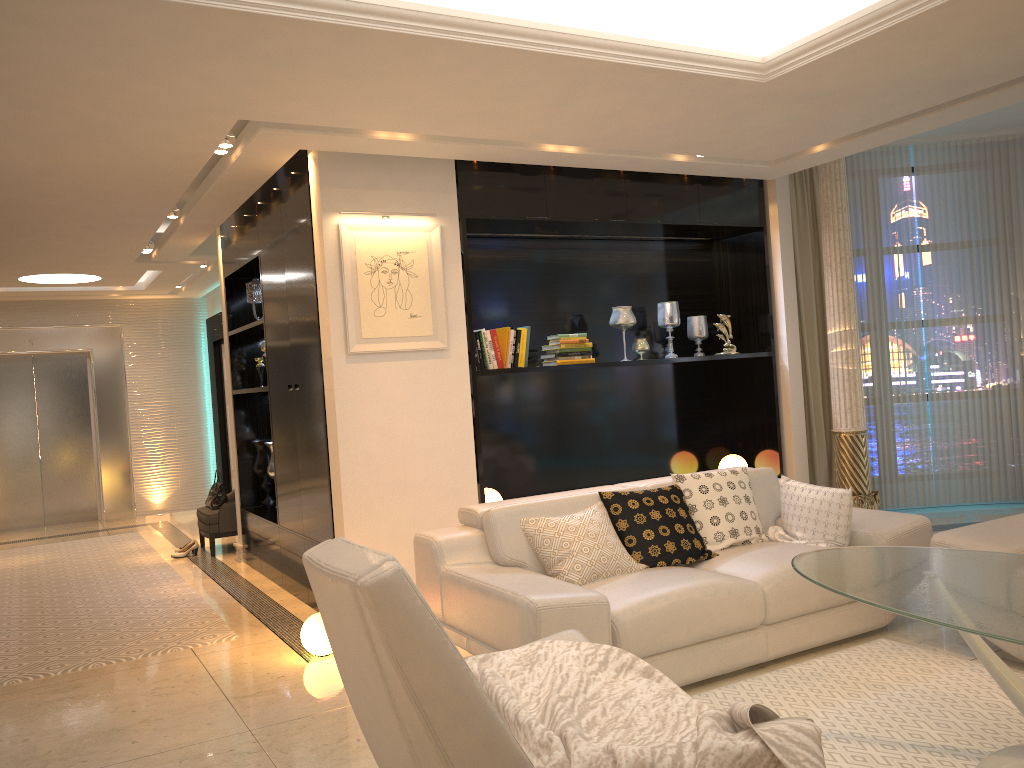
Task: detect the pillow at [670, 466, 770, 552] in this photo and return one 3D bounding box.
[{"bbox_3d":[1.100,0.638,4.562,0.526,0.399,0.255,-4,0,-29],"label":"pillow"}]

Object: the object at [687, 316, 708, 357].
[{"bbox_3d":[1.389,-0.345,6.615,0.147,0.317,0.147,-4,0,-27],"label":"object"}]

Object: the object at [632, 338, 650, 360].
[{"bbox_3d":[0.905,-0.241,6.224,0.119,0.154,0.119,-4,0,-19],"label":"object"}]

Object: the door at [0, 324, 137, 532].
[{"bbox_3d":[-2.628,-5.488,1.226,83.408,24.296,83.408,-4,0,-7],"label":"door"}]

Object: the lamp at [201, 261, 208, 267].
[{"bbox_3d":[-3.071,-1.223,8.799,0.107,0.127,0.107,-4,0,42],"label":"lamp"}]

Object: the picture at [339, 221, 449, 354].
[{"bbox_3d":[-0.663,-0.549,5.027,0.610,0.729,0.027,-4,0,-29],"label":"picture"}]

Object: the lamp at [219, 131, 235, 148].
[{"bbox_3d":[-1.517,-1.312,4.681,0.107,0.127,0.107,-4,0,42],"label":"lamp"}]

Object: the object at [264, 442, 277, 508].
[{"bbox_3d":[-1.858,0.725,7.129,0.221,0.522,0.221,-4,0,-24],"label":"object"}]

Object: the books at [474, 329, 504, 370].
[{"bbox_3d":[-0.211,-0.217,5.525,0.240,0.270,0.208,-4,0,-29],"label":"books"}]

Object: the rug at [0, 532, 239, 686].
[{"bbox_3d":[-3.389,1.535,6.774,1.526,0.015,5.025,-4,0,-29],"label":"rug"}]

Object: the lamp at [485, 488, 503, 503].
[{"bbox_3d":[-0.161,0.767,5.632,0.213,0.214,0.212,-4,0,11],"label":"lamp"}]

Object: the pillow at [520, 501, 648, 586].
[{"bbox_3d":[0.330,0.744,4.073,0.521,0.329,0.351,-4,0,-29],"label":"pillow"}]

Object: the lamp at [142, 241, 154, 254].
[{"bbox_3d":[-3.179,-1.210,7.716,0.107,0.127,0.235,-4,0,-29],"label":"lamp"}]

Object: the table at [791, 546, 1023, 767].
[{"bbox_3d":[1.706,0.903,2.542,0.999,0.565,2.140,-4,0,-30],"label":"table"}]

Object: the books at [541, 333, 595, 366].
[{"bbox_3d":[0.368,-0.225,5.876,0.296,0.197,0.260,-4,0,-26],"label":"books"}]

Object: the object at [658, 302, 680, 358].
[{"bbox_3d":[1.156,-0.383,6.496,0.156,0.426,0.156,-4,0,-24],"label":"object"}]

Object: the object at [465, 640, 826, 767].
[{"bbox_3d":[0.205,1.013,2.011,0.972,0.580,1.347,-4,0,8],"label":"object"}]

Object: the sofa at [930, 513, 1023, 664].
[{"bbox_3d":[2.892,0.740,3.206,1.145,0.754,2.328,-4,0,-29],"label":"sofa"}]

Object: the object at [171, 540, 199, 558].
[{"bbox_3d":[-2.832,1.432,7.677,0.235,0.135,0.084,-4,0,-27],"label":"object"}]

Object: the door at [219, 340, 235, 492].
[{"bbox_3d":[-3.185,0.490,10.170,0.089,2.034,0.919,-4,0,-29],"label":"door"}]

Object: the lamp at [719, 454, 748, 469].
[{"bbox_3d":[1.657,0.635,6.639,0.212,0.214,0.213,-4,0,22],"label":"lamp"}]

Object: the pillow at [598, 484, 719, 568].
[{"bbox_3d":[0.723,0.680,4.303,0.524,0.355,0.323,-4,0,-28],"label":"pillow"}]

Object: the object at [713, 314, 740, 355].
[{"bbox_3d":[1.545,-0.357,6.419,0.182,0.293,0.116,-4,0,-32],"label":"object"}]

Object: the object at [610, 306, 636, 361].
[{"bbox_3d":[0.777,-0.345,6.170,0.181,0.381,0.181,-4,0,-35],"label":"object"}]

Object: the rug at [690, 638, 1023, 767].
[{"bbox_3d":[1.730,1.198,2.517,1.661,0.020,2.900,-4,0,-29],"label":"rug"}]

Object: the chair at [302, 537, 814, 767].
[{"bbox_3d":[0.045,0.825,2.165,0.983,0.991,1.027,-4,0,-30],"label":"chair"}]

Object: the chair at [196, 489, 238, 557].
[{"bbox_3d":[-2.466,1.019,8.001,0.702,0.898,0.625,-4,0,-28],"label":"chair"}]

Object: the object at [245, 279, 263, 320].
[{"bbox_3d":[-1.917,-0.618,6.672,0.155,0.347,0.155,-4,0,41],"label":"object"}]

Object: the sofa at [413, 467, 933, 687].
[{"bbox_3d":[0.813,0.880,4.293,2.328,0.754,1.145,-4,0,-29],"label":"sofa"}]

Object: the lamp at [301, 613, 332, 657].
[{"bbox_3d":[-0.969,1.275,4.525,0.213,0.214,0.212,-4,0,11],"label":"lamp"}]

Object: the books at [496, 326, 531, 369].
[{"bbox_3d":[-0.010,-0.227,5.641,0.210,0.261,0.212,-4,0,-29],"label":"books"}]

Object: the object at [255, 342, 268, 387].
[{"bbox_3d":[-1.940,-0.148,6.930,0.176,0.361,0.079,-4,0,42],"label":"object"}]

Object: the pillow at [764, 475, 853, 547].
[{"bbox_3d":[1.478,0.640,4.478,0.281,0.325,0.521,-4,0,-19],"label":"pillow"}]

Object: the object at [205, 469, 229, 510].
[{"bbox_3d":[-2.641,0.934,7.921,0.168,0.345,0.366,-4,0,-30],"label":"object"}]

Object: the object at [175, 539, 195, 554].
[{"bbox_3d":[-2.890,1.435,7.861,0.235,0.135,0.084,-4,0,19],"label":"object"}]

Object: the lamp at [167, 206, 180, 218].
[{"bbox_3d":[-2.442,-1.255,6.373,0.107,0.127,0.107,-4,0,42],"label":"lamp"}]

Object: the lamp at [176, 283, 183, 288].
[{"bbox_3d":[-3.853,-1.175,10.217,0.107,0.127,0.107,-4,0,42],"label":"lamp"}]

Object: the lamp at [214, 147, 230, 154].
[{"bbox_3d":[-1.578,-1.308,4.794,0.107,0.127,0.107,-4,0,42],"label":"lamp"}]
